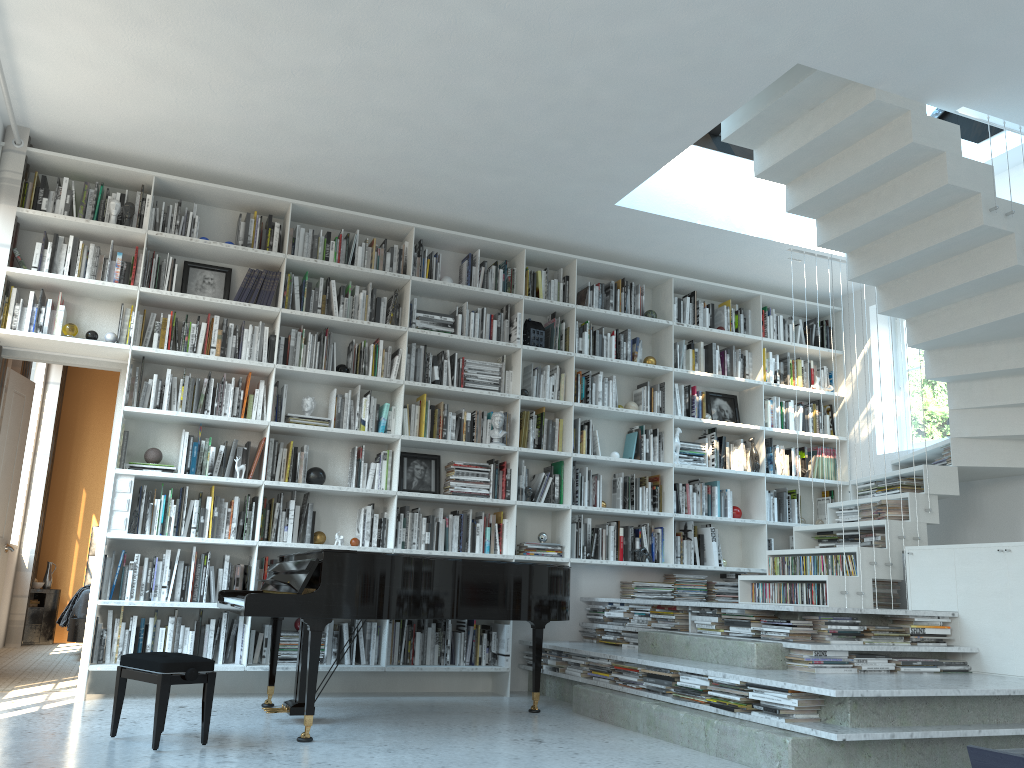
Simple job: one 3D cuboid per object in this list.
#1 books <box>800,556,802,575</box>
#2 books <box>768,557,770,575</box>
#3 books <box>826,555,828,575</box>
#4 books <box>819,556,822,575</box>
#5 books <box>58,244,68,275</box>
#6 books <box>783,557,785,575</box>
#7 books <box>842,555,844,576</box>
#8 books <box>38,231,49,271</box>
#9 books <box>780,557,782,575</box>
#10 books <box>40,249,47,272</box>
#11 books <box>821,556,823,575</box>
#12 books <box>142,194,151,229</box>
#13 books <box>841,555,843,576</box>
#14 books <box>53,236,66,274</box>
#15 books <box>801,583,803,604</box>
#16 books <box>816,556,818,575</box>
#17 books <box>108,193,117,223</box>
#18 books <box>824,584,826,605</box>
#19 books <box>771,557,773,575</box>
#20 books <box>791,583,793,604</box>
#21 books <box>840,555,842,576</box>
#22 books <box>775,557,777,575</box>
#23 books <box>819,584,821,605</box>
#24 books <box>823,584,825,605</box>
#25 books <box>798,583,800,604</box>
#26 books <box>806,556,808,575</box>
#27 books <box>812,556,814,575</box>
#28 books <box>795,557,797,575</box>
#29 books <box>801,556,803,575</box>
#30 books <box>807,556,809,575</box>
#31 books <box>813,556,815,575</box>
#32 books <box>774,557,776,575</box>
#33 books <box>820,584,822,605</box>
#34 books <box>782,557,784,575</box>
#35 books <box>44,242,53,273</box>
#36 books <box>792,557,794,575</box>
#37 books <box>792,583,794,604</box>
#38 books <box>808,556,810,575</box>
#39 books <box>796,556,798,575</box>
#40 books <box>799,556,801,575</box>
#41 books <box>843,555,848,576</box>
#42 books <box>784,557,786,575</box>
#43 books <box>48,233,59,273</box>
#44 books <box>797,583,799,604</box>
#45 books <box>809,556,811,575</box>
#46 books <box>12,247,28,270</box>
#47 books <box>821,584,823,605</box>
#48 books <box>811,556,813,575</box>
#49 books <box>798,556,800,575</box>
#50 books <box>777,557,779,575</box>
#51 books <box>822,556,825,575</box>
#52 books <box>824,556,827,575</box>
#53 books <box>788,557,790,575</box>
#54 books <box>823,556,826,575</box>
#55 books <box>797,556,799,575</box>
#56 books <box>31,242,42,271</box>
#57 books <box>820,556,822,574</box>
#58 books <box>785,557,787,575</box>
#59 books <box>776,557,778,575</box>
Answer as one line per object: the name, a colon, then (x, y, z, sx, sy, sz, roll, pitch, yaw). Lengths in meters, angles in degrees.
books: (1.901, 1.171, 5.681, 0.125, 0.125, 0.007, 7, -14, -22)
books: (1.779, 1.233, 5.964, 0.125, 0.125, 0.009, 7, -14, -22)
books: (1.992, 1.124, 5.468, 0.125, 0.125, 0.009, 7, -14, -22)
books: (1.967, 1.137, 5.527, 0.125, 0.125, 0.016, 7, -14, -22)
books: (-2.734, -0.715, 5.401, 0.024, 0.238, 0.156, 7, -14, -22)
books: (1.837, 1.203, 5.829, 0.125, 0.125, 0.010, 7, -14, -22)
books: (2.044, 1.098, 5.349, 0.125, 0.125, 0.008, 7, -14, -22)
books: (-2.838, -0.757, 5.362, 0.011, 0.296, 0.163, 7, -14, -22)
books: (1.826, 1.209, 5.855, 0.125, 0.125, 0.008, 7, -14, -22)
books: (-2.828, -0.702, 5.367, 0.024, 0.192, 0.138, 7, -14, -22)
books: (1.976, 1.132, 5.506, 0.125, 0.125, 0.009, 7, -14, -22)
books: (-2.311, -1.034, 5.603, 0.024, 0.251, 0.235, 7, -14, -22)
books: (2.041, 1.099, 5.356, 0.125, 0.125, 0.007, 7, -14, -22)
books: (-2.757, -0.742, 5.397, 0.028, 0.287, 0.133, 7, -14, -22)
books: (1.824, 1.288, 5.435, 0.125, 0.125, 0.008, 7, -14, -22)
books: (1.959, 1.141, 5.546, 0.125, 0.125, 0.011, 7, -14, -22)
books: (-2.504, -1.049, 5.551, 0.025, 0.243, 0.168, 7, -14, -22)
books: (1.901, 1.249, 5.254, 0.125, 0.125, 0.010, 7, -14, -22)
books: (1.791, 1.226, 5.936, 0.125, 0.125, 0.007, 7, -14, -22)
books: (1.791, 1.305, 5.512, 0.125, 0.125, 0.008, 7, -14, -22)
books: (2.038, 1.101, 5.362, 0.125, 0.125, 0.008, 7, -14, -22)
books: (1.806, 1.219, 5.901, 0.125, 0.125, 0.010, 7, -14, -22)
books: (1.885, 1.257, 5.292, 0.125, 0.125, 0.009, 7, -14, -22)
books: (1.897, 1.251, 5.265, 0.125, 0.125, 0.014, 7, -14, -22)
books: (1.815, 1.293, 5.456, 0.125, 0.125, 0.008, 7, -14, -22)
books: (1.923, 1.159, 5.630, 0.125, 0.125, 0.007, 7, -14, -22)
books: (1.944, 1.149, 5.580, 0.125, 0.125, 0.007, 7, -14, -22)
books: (1.883, 1.180, 5.722, 0.125, 0.125, 0.008, 7, -14, -22)
books: (1.904, 1.169, 5.672, 0.125, 0.125, 0.010, 7, -14, -22)
books: (1.926, 1.158, 5.623, 0.125, 0.125, 0.010, 7, -14, -22)
books: (1.947, 1.147, 5.573, 0.125, 0.125, 0.008, 7, -14, -22)
books: (1.803, 1.221, 5.909, 0.125, 0.125, 0.008, 7, -14, -22)
books: (1.889, 1.255, 5.284, 0.125, 0.125, 0.007, 7, -14, -22)
books: (1.833, 1.205, 5.839, 0.125, 0.125, 0.010, 7, -14, -22)
books: (-2.796, -0.722, 5.357, 0.023, 0.227, 0.172, 7, -14, -22)
books: (1.871, 1.185, 5.749, 0.125, 0.125, 0.007, 7, -14, -22)
books: (1.793, 1.304, 5.505, 0.125, 0.125, 0.008, 7, -14, -22)
books: (1.929, 1.156, 5.614, 0.125, 0.125, 0.008, 7, -14, -22)
books: (1.886, 1.178, 5.716, 0.125, 0.125, 0.008, 7, -14, -22)
books: (1.897, 1.173, 5.689, 0.125, 0.125, 0.009, 7, -14, -22)
books: (2.047, 1.096, 5.340, 0.125, 0.125, 0.011, 7, -14, -22)
books: (1.841, 1.201, 5.820, 0.125, 0.125, 0.010, 7, -14, -22)
books: (-2.772, -0.746, 5.367, 0.023, 0.282, 0.186, 7, -14, -22)
books: (1.812, 1.294, 5.463, 0.125, 0.125, 0.008, 7, -14, -22)
books: (1.933, 1.154, 5.607, 0.125, 0.125, 0.008, 7, -14, -22)
books: (-2.936, -0.710, 5.318, 0.121, 0.175, 0.129, 7, -14, -22)
books: (1.892, 1.253, 5.275, 0.125, 0.125, 0.010, 7, -14, -22)
books: (1.941, 1.150, 5.587, 0.125, 0.125, 0.008, 7, -14, -22)
books: (1.894, 1.174, 5.696, 0.125, 0.125, 0.010, 7, -14, -22)
books: (1.814, 1.215, 5.883, 0.125, 0.125, 0.008, 7, -14, -22)
books: (1.979, 1.131, 5.499, 0.125, 0.125, 0.007, 7, -14, -22)
books: (1.987, 1.127, 5.481, 0.125, 0.125, 0.018, 7, -14, -22)
books: (1.856, 1.193, 5.784, 0.125, 0.125, 0.008, 7, -14, -22)
books: (1.983, 1.129, 5.490, 0.125, 0.125, 0.012, 7, -14, -22)
books: (1.890, 1.176, 5.706, 0.125, 0.125, 0.012, 7, -14, -22)
books: (-2.859, -0.722, 5.342, 0.034, 0.217, 0.166, 7, -14, -22)
books: (1.973, 1.134, 5.514, 0.125, 0.125, 0.013, 7, -14, -22)
books: (1.844, 1.199, 5.812, 0.125, 0.125, 0.007, 7, -14, -22)
books: (1.810, 1.217, 5.893, 0.125, 0.125, 0.012, 7, -14, -22)
